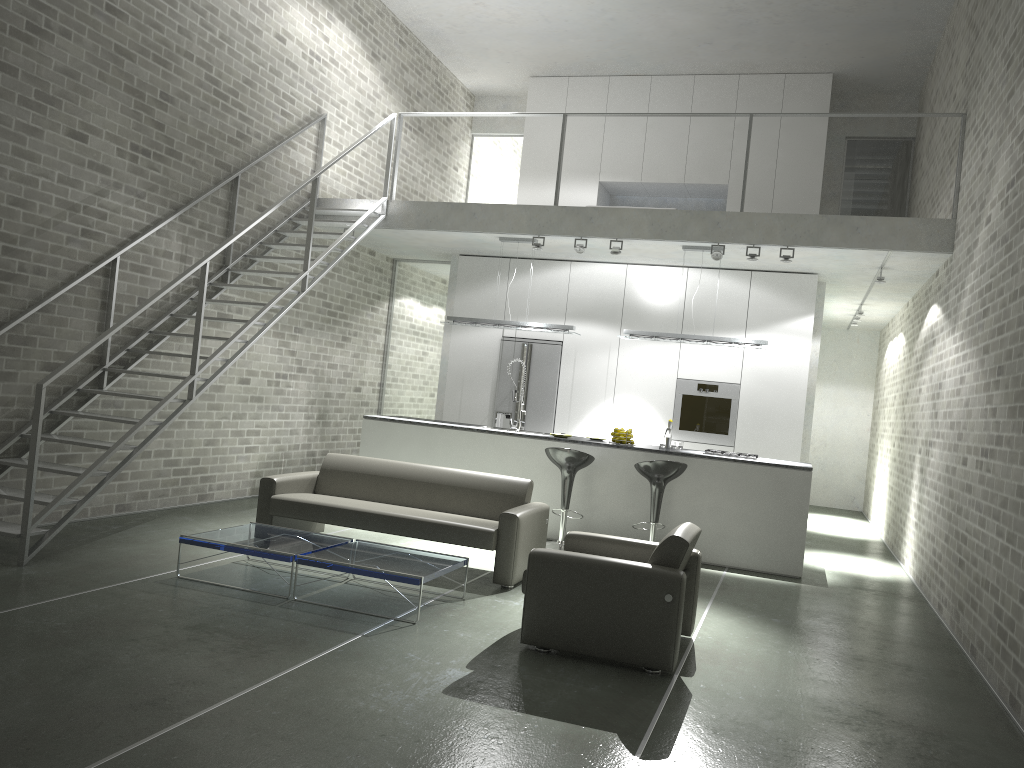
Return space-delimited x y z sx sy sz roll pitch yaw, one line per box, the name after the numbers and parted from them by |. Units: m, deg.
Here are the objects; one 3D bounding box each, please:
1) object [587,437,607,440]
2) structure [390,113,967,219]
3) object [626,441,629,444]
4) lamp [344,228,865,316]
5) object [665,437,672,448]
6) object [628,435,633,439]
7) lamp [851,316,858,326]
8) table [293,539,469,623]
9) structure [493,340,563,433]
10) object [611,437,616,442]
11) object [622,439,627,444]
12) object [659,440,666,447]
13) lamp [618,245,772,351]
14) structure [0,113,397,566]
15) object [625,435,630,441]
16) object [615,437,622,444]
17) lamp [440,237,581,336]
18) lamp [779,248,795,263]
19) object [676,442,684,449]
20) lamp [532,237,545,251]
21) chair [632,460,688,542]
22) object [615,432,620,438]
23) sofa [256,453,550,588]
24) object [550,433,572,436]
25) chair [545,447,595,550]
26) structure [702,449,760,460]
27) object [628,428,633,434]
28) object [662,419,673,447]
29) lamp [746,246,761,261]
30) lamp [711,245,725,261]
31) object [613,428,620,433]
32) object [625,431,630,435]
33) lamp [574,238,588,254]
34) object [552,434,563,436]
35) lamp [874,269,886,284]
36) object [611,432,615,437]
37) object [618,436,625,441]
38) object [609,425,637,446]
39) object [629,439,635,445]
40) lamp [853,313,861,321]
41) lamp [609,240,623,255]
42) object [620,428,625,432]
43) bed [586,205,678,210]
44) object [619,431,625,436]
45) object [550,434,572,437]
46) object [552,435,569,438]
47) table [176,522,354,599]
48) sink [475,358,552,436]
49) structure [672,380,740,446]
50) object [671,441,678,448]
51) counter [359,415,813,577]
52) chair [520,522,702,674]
0.856 0.557 8.975 0.216 0.017 0.217 5 -1 43 | object
1.367 -2.184 8.755 5.560 0.972 0.070 6 -1 18 | structure
1.116 0.561 8.640 0.061 0.055 0.050 6 -1 -36 | object
1.410 -1.304 10.733 6.854 0.136 0.110 6 -1 -17 | lamp
1.540 0.579 8.738 0.060 0.106 0.060 6 -1 11 | object
1.151 0.512 8.624 0.061 0.054 0.053 6 -1 -36 | object
4.993 -0.914 12.914 0.109 0.135 0.109 6 -1 -30 | lamp
-0.795 1.210 5.534 0.820 0.270 0.800 6 -1 18 | table
0.144 0.457 10.590 0.743 1.900 0.160 6 -1 18 | structure
0.997 0.540 8.643 0.060 0.057 0.052 6 -1 10 | object
1.084 0.555 8.566 0.051 0.053 0.063 6 -1 16 | object
1.503 0.595 8.845 0.064 0.070 0.063 6 -1 -34 | object
1.855 -0.880 8.816 1.490 0.964 0.290 6 -1 18 | lamp
-2.552 -0.945 7.639 0.902 4.246 4.345 6 -1 18 | structure
1.114 0.522 8.577 0.061 0.055 0.051 6 -1 -13 | object
1.034 0.549 8.595 0.064 0.063 0.074 6 -1 28 | object
0.022 -1.062 9.412 1.490 0.964 0.290 6 -1 18 | lamp
2.578 -1.209 8.318 0.109 0.135 0.109 6 -1 -24 | lamp
1.665 0.611 8.797 0.064 0.070 0.063 6 -1 26 | object
0.268 -1.438 9.066 0.109 0.136 0.109 6 -1 -30 | lamp
1.251 1.110 7.711 0.457 0.931 0.464 6 -1 -1 | chair
1.027 0.497 8.610 0.062 0.053 0.052 6 -1 -20 | object
-0.840 0.994 6.822 2.114 0.717 0.902 6 -1 18 | sofa
0.479 0.501 8.671 0.217 0.017 0.216 6 -1 -39 | object
0.486 1.034 7.995 0.457 0.931 0.464 5 -1 32 | chair
2.085 0.667 8.414 0.500 0.038 0.500 6 -1 18 | structure
1.150 0.463 8.644 0.050 0.060 0.059 6 -1 8 | object
1.560 0.490 8.748 0.088 0.288 0.101 6 -1 -42 | object
2.287 -1.237 8.413 0.109 0.135 0.109 6 -1 -24 | lamp
1.968 -1.260 8.498 0.131 0.154 0.098 6 -1 18 | lamp
1.016 0.451 8.624 0.053 0.051 0.063 6 -1 -35 | object
1.120 0.472 8.583 0.051 0.053 0.063 6 -1 21 | object
0.687 -1.389 8.921 0.115 0.151 0.115 6 -1 -29 | lamp
0.478 0.505 8.671 0.217 0.017 0.216 6 -1 -39 | object
3.721 -1.087 8.949 0.109 0.132 0.109 6 -1 -30 | lamp
0.992 0.492 8.661 0.053 0.051 0.063 6 -1 -23 | object
1.054 0.523 8.542 0.061 0.054 0.052 6 -1 -15 | object
1.081 0.497 8.634 0.189 0.174 0.207 6 -1 -27 | object
1.162 0.563 8.603 0.062 0.052 0.053 6 -1 -43 | object
4.805 -0.941 12.328 0.109 0.132 0.109 6 -1 -30 | lamp
1.037 -1.354 8.830 0.115 0.151 0.115 6 -1 -29 | lamp
1.075 0.453 8.635 0.051 0.053 0.063 6 -1 9 | object
1.676 -2.057 11.353 1.341 0.792 1.957 6 -1 18 | bed
1.063 0.478 8.568 0.061 0.052 0.053 6 -1 21 | object
0.478 0.510 8.671 0.217 0.017 0.216 6 -1 -39 | object
0.477 0.515 8.671 0.217 0.017 0.216 6 -1 -39 | object
-1.589 1.132 5.793 0.820 0.270 0.800 6 -1 18 | table
0.119 0.262 9.184 0.987 1.023 0.546 6 -1 18 | sink
2.162 0.320 9.920 0.692 0.680 0.036 6 -1 18 | structure
1.627 0.608 8.882 0.064 0.070 0.063 6 -1 -34 | object
0.641 1.024 8.866 4.400 0.960 0.900 6 -1 18 | counter
0.574 1.122 5.092 0.910 0.717 0.963 6 -1 18 | chair
